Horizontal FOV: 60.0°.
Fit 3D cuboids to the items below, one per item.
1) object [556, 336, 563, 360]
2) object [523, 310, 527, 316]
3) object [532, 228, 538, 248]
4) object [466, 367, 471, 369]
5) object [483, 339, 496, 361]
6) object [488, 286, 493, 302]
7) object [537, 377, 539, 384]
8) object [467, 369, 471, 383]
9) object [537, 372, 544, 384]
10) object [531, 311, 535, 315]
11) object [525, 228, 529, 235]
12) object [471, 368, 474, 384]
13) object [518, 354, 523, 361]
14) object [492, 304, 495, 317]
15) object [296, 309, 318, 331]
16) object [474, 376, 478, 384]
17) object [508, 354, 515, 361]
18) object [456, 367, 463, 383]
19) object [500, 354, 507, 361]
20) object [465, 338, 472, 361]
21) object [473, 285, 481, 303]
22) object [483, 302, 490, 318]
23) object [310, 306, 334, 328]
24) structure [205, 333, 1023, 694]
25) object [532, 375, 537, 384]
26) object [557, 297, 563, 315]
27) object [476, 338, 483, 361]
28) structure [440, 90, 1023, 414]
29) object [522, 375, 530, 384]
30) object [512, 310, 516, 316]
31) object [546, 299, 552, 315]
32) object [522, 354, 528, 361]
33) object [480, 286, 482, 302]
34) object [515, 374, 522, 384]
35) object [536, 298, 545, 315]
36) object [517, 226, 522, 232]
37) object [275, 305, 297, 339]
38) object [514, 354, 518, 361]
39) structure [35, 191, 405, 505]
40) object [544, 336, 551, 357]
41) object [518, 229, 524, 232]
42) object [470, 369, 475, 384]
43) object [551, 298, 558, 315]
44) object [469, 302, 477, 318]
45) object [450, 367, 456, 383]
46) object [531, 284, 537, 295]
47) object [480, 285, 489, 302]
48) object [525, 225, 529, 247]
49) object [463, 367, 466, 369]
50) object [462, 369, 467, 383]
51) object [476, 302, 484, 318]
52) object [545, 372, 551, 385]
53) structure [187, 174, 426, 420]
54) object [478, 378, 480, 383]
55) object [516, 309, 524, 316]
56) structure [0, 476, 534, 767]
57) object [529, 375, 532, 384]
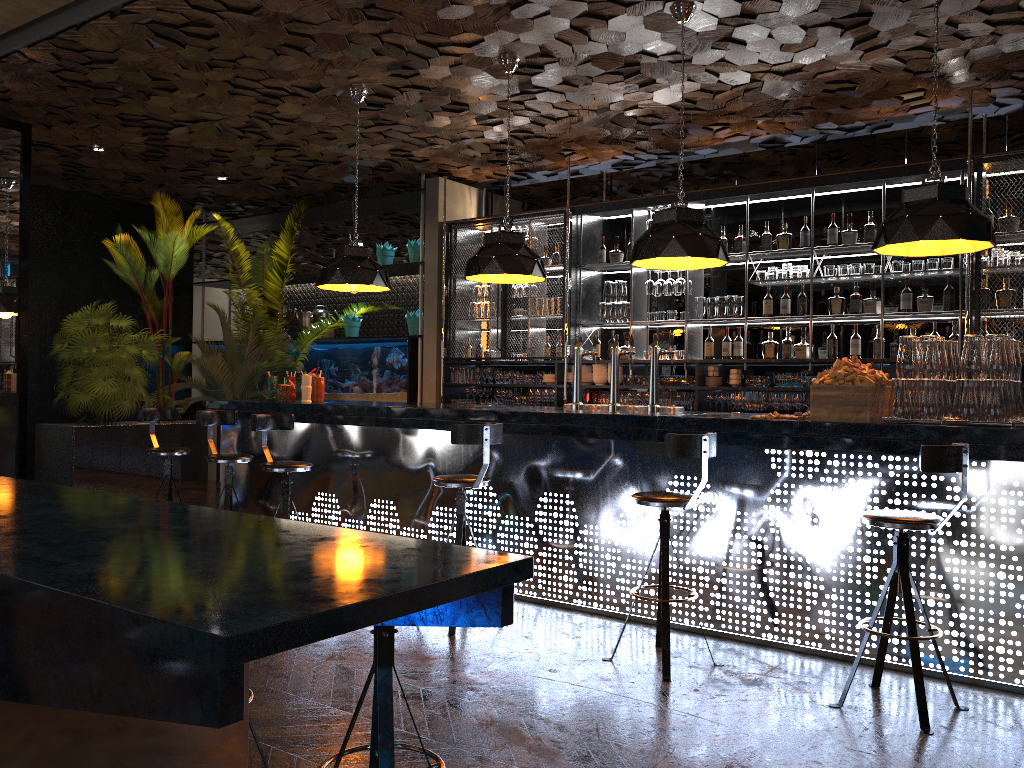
[{"bbox_3d":[0.490,-0.360,9.073,0.075,0.260,0.075,1,0,-5],"label":"object"},{"bbox_3d":[0.117,-0.739,9.389,0.077,0.080,0.077,1,0,0],"label":"object"},{"bbox_3d":[0.238,-1.531,9.315,0.081,0.213,0.081,1,0,41],"label":"object"},{"bbox_3d":[-0.476,-0.093,9.689,0.067,0.174,0.067,1,0,-4],"label":"object"},{"bbox_3d":[-0.238,-0.361,9.548,0.108,0.244,0.108,1,0,-41],"label":"object"},{"bbox_3d":[-0.254,-0.977,9.679,0.092,0.182,0.092,1,0,31],"label":"object"},{"bbox_3d":[0.277,-0.043,9.232,0.078,0.099,0.078,1,0,3],"label":"object"},{"bbox_3d":[-0.471,-0.082,9.530,0.058,0.152,0.051,1,0,40],"label":"object"},{"bbox_3d":[0.291,-0.060,9.006,0.074,0.131,0.074,1,0,-41],"label":"object"},{"bbox_3d":[0.206,-0.738,9.334,0.077,0.080,0.077,1,0,31],"label":"object"},{"bbox_3d":[0.165,-1.532,9.368,0.081,0.213,0.081,1,0,41],"label":"object"},{"bbox_3d":[-0.425,-0.092,9.759,0.067,0.174,0.067,1,0,-14],"label":"object"},{"bbox_3d":[0.103,-0.275,9.341,0.077,0.080,0.077,1,0,1],"label":"object"},{"bbox_3d":[-0.220,-0.794,9.652,0.092,0.182,0.092,1,0,31],"label":"object"},{"bbox_3d":[-2.623,-0.757,11.383,0.232,0.398,0.378,1,0,-24],"label":"object"},{"bbox_3d":[-0.396,-0.081,9.623,0.058,0.152,0.051,1,0,-28],"label":"object"},{"bbox_3d":[-0.010,-0.276,9.316,0.077,0.080,0.077,1,0,21],"label":"object"},{"bbox_3d":[-0.565,-0.095,9.548,0.067,0.174,0.067,1,0,-15],"label":"object"},{"bbox_3d":[-0.088,-0.277,9.387,0.077,0.080,0.077,1,0,-15],"label":"object"},{"bbox_3d":[-0.475,-0.372,9.740,0.075,0.261,0.075,1,0,-5],"label":"object"},{"bbox_3d":[-0.384,-0.979,9.665,0.092,0.182,0.092,1,0,31],"label":"object"},{"bbox_3d":[-0.267,-0.795,9.567,0.092,0.182,0.092,1,0,31],"label":"object"},{"bbox_3d":[-2.387,-0.833,11.101,0.290,0.292,0.278,1,0,-17],"label":"object"},{"bbox_3d":[0.320,0.490,5.870,6.009,1.685,1.214,1,0,36],"label":"structure"},{"bbox_3d":[0.225,-0.044,9.166,0.078,0.099,0.078,1,0,3],"label":"object"},{"bbox_3d":[0.505,-0.785,8.970,0.092,0.182,0.092,1,0,31],"label":"object"},{"bbox_3d":[-0.355,-0.372,9.620,0.075,0.260,0.075,1,0,-20],"label":"object"},{"bbox_3d":[2.023,-0.413,7.708,6.750,3.553,1.143,1,0,36],"label":"structure"},{"bbox_3d":[0.143,-0.046,8.998,0.078,0.099,0.078,1,0,3],"label":"object"},{"bbox_3d":[0.011,-0.741,9.346,0.077,0.080,0.077,1,0,14],"label":"object"},{"bbox_3d":[0.395,-0.786,9.170,0.092,0.182,0.092,1,0,31],"label":"object"},{"bbox_3d":[0.146,-0.274,9.242,0.077,0.080,0.077,1,0,24],"label":"object"},{"bbox_3d":[-0.331,-0.978,9.747,0.092,0.182,0.092,1,0,31],"label":"object"},{"bbox_3d":[0.067,-0.049,9.062,0.078,0.103,0.078,1,0,-11],"label":"object"},{"bbox_3d":[0.291,-0.788,9.120,0.092,0.182,0.092,1,0,31],"label":"object"},{"bbox_3d":[0.081,-1.533,9.251,0.081,0.213,0.081,1,0,41],"label":"object"},{"bbox_3d":[-3.013,-0.796,11.662,0.250,0.472,0.458,1,0,-28],"label":"object"},{"bbox_3d":[0.054,-0.275,9.467,0.077,0.080,0.077,1,0,-15],"label":"object"},{"bbox_3d":[-3.284,-0.491,10.255,1.873,3.561,4.073,1,0,37],"label":"structure"},{"bbox_3d":[0.365,-0.361,9.135,0.075,0.261,0.075,1,0,-5],"label":"object"},{"bbox_3d":[0.095,-1.533,9.418,0.081,0.213,0.081,1,0,41],"label":"object"},{"bbox_3d":[-0.432,-0.082,9.577,0.058,0.152,0.051,1,0,-3],"label":"object"},{"bbox_3d":[0.441,-0.786,9.042,0.092,0.182,0.092,1,0,31],"label":"object"},{"bbox_3d":[-0.427,-0.797,9.694,0.092,0.182,0.092,1,0,31],"label":"object"},{"bbox_3d":[-0.636,-0.096,9.585,0.067,0.174,0.067,1,0,44],"label":"object"},{"bbox_3d":[0.231,-1.031,9.314,0.081,0.213,0.081,1,0,41],"label":"object"},{"bbox_3d":[-0.297,-0.978,9.612,0.092,0.182,0.092,1,0,31],"label":"object"},{"bbox_3d":[0.154,-1.532,9.198,0.081,0.213,0.081,1,0,41],"label":"object"},{"bbox_3d":[-0.526,-0.094,9.614,0.067,0.174,0.067,1,0,-29],"label":"object"},{"bbox_3d":[-0.509,-0.083,9.484,0.051,0.152,0.058,1,0,41],"label":"object"},{"bbox_3d":[-0.343,-0.796,9.634,0.092,0.182,0.092,1,0,31],"label":"object"},{"bbox_3d":[0.370,-0.058,9.167,0.074,0.131,0.074,1,0,-41],"label":"object"},{"bbox_3d":[-2.497,-0.562,11.184,4.269,3.734,0.705,1,0,36],"label":"structure"},{"bbox_3d":[-0.374,-0.080,9.680,0.058,0.152,0.051,1,0,-30],"label":"object"},{"bbox_3d":[0.081,-0.740,9.229,0.077,0.080,0.077,1,0,31],"label":"object"},{"bbox_3d":[-2.168,0.786,2.802,4.941,0.998,0.673,1,0,36],"label":"structure"},{"bbox_3d":[0.170,-0.045,9.091,0.078,0.099,0.078,1,0,3],"label":"object"}]
